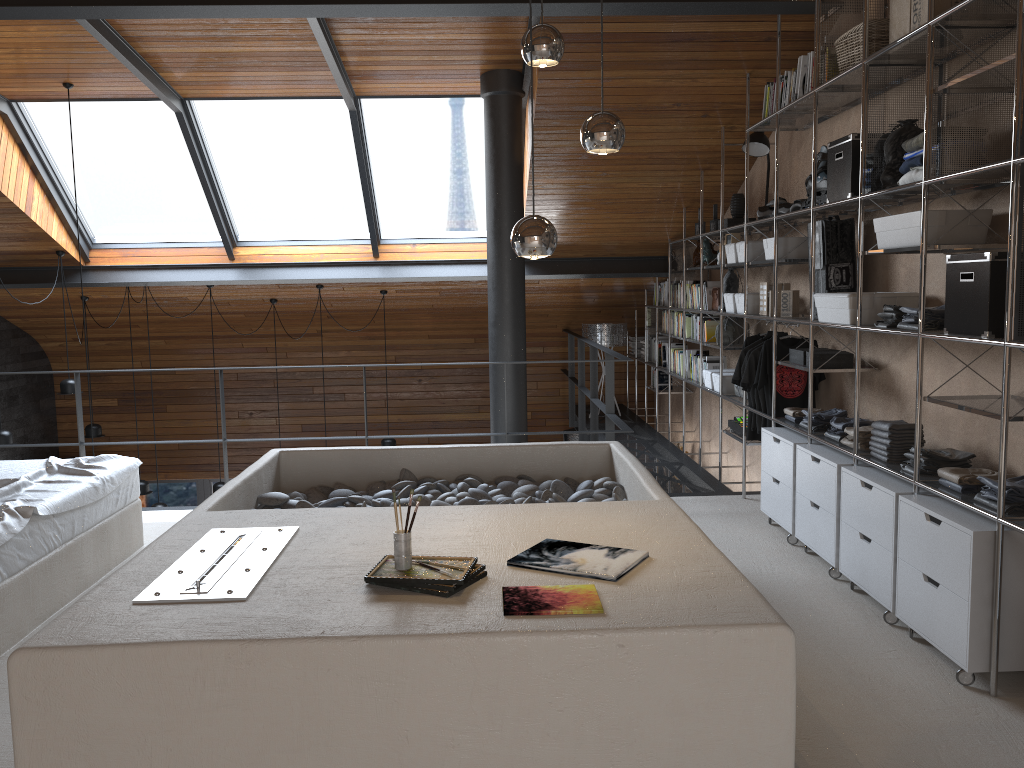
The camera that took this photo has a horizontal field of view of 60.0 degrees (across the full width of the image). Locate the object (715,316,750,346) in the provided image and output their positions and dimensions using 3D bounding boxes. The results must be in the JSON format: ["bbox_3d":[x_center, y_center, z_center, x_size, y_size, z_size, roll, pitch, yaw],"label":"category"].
[{"bbox_3d":[1.623,-0.408,6.520,0.166,0.240,0.390,3,7,30],"label":"object"}]

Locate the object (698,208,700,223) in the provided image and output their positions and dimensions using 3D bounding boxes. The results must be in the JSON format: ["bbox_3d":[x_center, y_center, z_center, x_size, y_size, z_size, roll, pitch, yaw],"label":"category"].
[{"bbox_3d":[1.514,-1.355,7.112,0.029,0.114,0.084,0,6,5],"label":"object"}]

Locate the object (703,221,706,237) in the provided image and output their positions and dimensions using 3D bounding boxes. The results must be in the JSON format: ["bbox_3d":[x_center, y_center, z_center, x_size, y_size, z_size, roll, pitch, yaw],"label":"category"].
[{"bbox_3d":[1.526,-1.235,7.076,0.029,0.117,0.086,1,6,18],"label":"object"}]

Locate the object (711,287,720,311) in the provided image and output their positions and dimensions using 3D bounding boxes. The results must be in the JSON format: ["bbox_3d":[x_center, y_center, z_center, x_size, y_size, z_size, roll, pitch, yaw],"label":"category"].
[{"bbox_3d":[1.588,-0.651,6.659,0.227,0.202,0.082,-6,8,-40],"label":"object"}]

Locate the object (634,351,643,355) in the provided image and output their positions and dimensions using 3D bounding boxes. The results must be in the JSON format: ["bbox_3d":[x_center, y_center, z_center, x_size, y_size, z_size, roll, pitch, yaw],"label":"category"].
[{"bbox_3d":[1.492,-0.344,9.806,0.262,0.025,0.176,-1,6,-2],"label":"object"}]

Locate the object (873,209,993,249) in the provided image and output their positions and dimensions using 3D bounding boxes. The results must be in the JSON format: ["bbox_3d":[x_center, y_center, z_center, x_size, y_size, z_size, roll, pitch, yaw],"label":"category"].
[{"bbox_3d":[1.718,-0.630,3.651,0.289,0.135,0.437,-1,6,-2],"label":"object"}]

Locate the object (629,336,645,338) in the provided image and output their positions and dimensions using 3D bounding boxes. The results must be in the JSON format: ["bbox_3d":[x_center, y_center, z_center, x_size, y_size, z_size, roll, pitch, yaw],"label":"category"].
[{"bbox_3d":[1.464,-0.532,10.064,0.246,0.016,0.182,-1,6,-2],"label":"object"}]

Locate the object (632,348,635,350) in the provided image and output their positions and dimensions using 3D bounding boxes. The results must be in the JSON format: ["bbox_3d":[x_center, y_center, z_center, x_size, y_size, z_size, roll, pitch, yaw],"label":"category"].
[{"bbox_3d":[1.483,-0.404,10.073,0.216,0.012,0.161,-1,6,-2],"label":"object"}]

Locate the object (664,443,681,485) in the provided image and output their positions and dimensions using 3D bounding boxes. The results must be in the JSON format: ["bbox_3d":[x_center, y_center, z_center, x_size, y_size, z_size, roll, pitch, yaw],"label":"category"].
[{"bbox_3d":[1.585,0.792,8.883,0.207,0.442,0.328,-2,6,-9],"label":"object"}]

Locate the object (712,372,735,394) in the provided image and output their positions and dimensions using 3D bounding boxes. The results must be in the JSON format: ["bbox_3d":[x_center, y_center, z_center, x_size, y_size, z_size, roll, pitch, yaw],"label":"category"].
[{"bbox_3d":[1.616,-0.009,6.411,0.295,0.136,0.228,-1,6,-2],"label":"object"}]

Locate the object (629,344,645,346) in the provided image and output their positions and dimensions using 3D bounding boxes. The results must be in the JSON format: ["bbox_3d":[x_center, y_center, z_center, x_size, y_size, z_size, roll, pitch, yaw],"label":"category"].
[{"bbox_3d":[1.466,-0.448,10.045,0.246,0.016,0.182,-1,6,-2],"label":"object"}]

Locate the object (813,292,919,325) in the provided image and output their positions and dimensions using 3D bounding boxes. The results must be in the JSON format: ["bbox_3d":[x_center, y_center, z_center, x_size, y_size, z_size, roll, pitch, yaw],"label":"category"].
[{"bbox_3d":[1.691,-0.366,4.257,0.343,0.147,0.445,-1,6,-2],"label":"object"}]

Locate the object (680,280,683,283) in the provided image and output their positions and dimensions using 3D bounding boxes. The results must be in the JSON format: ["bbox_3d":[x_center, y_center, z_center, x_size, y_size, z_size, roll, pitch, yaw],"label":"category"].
[{"bbox_3d":[1.547,-0.791,7.773,0.146,0.240,0.023,-1,6,-2],"label":"object"}]

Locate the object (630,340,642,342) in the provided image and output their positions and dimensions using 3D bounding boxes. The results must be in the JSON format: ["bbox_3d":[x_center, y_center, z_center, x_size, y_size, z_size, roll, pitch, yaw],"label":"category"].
[{"bbox_3d":[1.472,-0.496,10.057,0.233,0.021,0.174,-1,6,-2],"label":"object"}]

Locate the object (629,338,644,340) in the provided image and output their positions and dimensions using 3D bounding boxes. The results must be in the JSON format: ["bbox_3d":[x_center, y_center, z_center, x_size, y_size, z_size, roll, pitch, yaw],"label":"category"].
[{"bbox_3d":[1.464,-0.515,10.055,0.246,0.016,0.182,-1,6,-2],"label":"object"}]

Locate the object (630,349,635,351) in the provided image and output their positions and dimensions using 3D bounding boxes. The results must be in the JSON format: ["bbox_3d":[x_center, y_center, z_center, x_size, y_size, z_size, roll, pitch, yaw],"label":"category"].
[{"bbox_3d":[1.468,-0.390,10.067,0.243,0.012,0.159,-1,6,-2],"label":"object"}]

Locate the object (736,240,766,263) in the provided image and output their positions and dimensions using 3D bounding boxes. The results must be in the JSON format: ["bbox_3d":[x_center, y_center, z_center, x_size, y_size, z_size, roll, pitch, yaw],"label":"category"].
[{"bbox_3d":[1.626,-0.860,5.756,0.295,0.136,0.228,-1,6,-2],"label":"object"}]

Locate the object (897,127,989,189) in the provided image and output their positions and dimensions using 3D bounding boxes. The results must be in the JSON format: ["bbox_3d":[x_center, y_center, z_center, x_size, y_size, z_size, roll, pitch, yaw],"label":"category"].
[{"bbox_3d":[1.726,-0.911,3.545,0.250,0.229,0.306,-1,6,0],"label":"object"}]

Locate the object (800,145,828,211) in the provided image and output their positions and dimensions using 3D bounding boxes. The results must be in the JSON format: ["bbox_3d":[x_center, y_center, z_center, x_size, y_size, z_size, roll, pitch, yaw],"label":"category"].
[{"bbox_3d":[1.666,-1.091,4.684,0.174,0.342,0.416,-1,6,2],"label":"object"}]

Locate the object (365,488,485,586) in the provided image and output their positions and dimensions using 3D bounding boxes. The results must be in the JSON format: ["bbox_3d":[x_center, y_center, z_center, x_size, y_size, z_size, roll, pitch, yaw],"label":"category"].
[{"bbox_3d":[-0.252,0.411,2.480,0.301,0.234,0.245,1,6,18],"label":"object"}]

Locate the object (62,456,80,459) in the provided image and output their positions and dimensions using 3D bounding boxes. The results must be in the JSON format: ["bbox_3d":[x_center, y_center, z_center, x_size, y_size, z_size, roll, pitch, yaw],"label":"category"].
[{"bbox_3d":[-4.959,2.011,9.969,0.686,2.298,0.639,3,8,36],"label":"object"}]

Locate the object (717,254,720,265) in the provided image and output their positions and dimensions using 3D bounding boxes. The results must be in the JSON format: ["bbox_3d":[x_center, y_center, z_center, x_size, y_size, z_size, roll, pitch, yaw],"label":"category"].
[{"bbox_3d":[1.502,-0.898,6.409,0.037,0.077,0.037,-3,6,-16],"label":"object"}]

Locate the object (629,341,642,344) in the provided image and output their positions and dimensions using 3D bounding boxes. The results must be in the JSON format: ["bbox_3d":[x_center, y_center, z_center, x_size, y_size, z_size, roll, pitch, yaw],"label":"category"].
[{"bbox_3d":[1.462,-0.471,10.043,0.252,0.028,0.180,-1,6,-2],"label":"object"}]

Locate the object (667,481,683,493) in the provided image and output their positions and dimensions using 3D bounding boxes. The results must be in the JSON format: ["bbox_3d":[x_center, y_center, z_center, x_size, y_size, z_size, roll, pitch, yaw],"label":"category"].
[{"bbox_3d":[1.515,0.956,8.183,0.208,0.280,0.131,-3,7,-20],"label":"object"}]

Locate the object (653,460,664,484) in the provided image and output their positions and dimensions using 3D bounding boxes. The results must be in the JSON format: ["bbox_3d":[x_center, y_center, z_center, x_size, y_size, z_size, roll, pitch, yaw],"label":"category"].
[{"bbox_3d":[1.575,1.110,9.393,0.305,0.839,0.237,-1,6,0],"label":"object"}]

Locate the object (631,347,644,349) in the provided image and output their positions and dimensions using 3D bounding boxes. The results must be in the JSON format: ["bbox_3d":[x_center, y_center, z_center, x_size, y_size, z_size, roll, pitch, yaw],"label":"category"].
[{"bbox_3d":[1.479,-0.418,10.063,0.224,0.017,0.167,-1,6,-2],"label":"object"}]

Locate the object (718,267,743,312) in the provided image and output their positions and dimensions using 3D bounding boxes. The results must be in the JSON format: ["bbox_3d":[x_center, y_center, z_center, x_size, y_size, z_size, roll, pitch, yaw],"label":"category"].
[{"bbox_3d":[1.578,-0.672,6.424,0.157,0.339,0.229,2,7,25],"label":"object"}]

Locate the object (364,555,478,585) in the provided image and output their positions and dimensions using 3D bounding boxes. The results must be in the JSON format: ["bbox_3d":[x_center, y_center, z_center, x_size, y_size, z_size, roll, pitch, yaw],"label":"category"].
[{"bbox_3d":[-0.251,0.520,2.491,0.276,0.013,0.207,0,6,9],"label":"object"}]

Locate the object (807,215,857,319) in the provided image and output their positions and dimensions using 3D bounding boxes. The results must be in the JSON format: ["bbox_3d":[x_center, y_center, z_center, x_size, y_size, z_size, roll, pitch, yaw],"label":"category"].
[{"bbox_3d":[1.714,-0.626,4.752,0.188,0.559,0.337,-1,6,3],"label":"object"}]

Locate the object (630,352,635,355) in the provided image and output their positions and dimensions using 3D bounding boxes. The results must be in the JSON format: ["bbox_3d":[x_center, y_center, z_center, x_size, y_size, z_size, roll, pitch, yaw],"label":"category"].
[{"bbox_3d":[1.470,-0.347,10.071,0.234,0.025,0.176,-1,6,-2],"label":"object"}]

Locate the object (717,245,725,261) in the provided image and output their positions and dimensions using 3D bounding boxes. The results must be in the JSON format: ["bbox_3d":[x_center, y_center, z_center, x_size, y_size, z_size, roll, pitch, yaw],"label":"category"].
[{"bbox_3d":[1.555,-0.946,6.515,0.091,0.146,0.091,3,7,31],"label":"object"}]

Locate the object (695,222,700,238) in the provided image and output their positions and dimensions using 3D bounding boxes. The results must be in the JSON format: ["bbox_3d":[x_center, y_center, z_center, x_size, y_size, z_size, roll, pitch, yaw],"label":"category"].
[{"bbox_3d":[1.513,-1.245,7.173,0.029,0.117,0.086,-3,6,-16],"label":"object"}]

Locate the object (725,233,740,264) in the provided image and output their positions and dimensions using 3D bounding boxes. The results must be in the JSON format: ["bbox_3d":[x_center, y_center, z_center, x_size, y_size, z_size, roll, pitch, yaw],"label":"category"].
[{"bbox_3d":[1.572,-0.960,6.315,0.062,0.219,0.157,-1,6,-2],"label":"object"}]

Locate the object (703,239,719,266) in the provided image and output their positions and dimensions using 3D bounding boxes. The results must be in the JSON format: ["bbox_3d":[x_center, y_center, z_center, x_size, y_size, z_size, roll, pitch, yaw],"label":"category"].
[{"bbox_3d":[1.556,-1.019,6.884,0.197,0.220,0.102,-3,6,-18],"label":"object"}]

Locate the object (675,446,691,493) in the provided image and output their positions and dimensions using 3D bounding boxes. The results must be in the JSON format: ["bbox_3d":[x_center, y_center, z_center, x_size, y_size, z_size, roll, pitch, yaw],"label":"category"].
[{"bbox_3d":[1.641,0.832,8.437,0.215,0.458,0.328,-1,6,3],"label":"object"}]

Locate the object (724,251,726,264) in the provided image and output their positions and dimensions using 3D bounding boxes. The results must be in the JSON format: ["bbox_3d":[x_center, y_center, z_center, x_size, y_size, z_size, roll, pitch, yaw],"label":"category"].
[{"bbox_3d":[1.514,-0.912,6.358,0.037,0.114,0.037,-3,6,-16],"label":"object"}]

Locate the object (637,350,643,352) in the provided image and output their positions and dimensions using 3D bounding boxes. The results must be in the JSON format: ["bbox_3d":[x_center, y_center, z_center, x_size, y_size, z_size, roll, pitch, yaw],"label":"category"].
[{"bbox_3d":[1.497,-0.375,9.788,0.228,0.016,0.182,-1,6,-2],"label":"object"}]

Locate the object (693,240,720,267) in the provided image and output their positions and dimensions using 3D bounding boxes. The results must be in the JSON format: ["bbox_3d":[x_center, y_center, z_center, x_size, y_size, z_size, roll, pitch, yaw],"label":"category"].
[{"bbox_3d":[1.574,-1.044,7.085,0.278,0.222,0.138,5,9,44],"label":"object"}]

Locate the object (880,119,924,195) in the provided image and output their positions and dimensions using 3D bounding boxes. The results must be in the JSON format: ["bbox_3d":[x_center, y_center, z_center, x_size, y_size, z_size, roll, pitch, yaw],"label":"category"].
[{"bbox_3d":[1.713,-0.986,3.842,0.212,0.319,0.157,2,7,25],"label":"object"}]

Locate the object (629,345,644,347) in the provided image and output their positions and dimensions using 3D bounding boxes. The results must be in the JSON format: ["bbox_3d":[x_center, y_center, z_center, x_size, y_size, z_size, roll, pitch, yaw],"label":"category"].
[{"bbox_3d":[1.466,-0.432,10.047,0.246,0.016,0.182,-1,6,-2],"label":"object"}]

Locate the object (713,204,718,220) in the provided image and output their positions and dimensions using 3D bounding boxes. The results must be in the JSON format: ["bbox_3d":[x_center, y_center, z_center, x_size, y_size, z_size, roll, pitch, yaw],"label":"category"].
[{"bbox_3d":[1.575,-1.331,6.867,0.029,0.114,0.084,0,6,10],"label":"object"}]

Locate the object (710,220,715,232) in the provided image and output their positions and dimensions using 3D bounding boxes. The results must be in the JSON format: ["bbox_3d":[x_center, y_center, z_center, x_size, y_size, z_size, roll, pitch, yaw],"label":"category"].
[{"bbox_3d":[1.577,-1.222,6.928,0.029,0.117,0.086,-2,6,-11],"label":"object"}]

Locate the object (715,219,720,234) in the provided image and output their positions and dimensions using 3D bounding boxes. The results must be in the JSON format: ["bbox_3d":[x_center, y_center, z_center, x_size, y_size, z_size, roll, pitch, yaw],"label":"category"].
[{"bbox_3d":[1.583,-1.211,6.831,0.029,0.117,0.086,2,7,23],"label":"object"}]

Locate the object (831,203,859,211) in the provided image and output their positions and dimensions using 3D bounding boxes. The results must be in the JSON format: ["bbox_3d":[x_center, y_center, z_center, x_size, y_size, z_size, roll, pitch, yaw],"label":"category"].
[{"bbox_3d":[1.806,-1.102,4.706,0.174,0.342,0.416,-1,6,3],"label":"object"}]

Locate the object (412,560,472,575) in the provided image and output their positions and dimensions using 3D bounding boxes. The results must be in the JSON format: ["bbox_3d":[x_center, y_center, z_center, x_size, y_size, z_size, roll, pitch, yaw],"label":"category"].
[{"bbox_3d":[-0.223,0.515,2.496,0.232,0.010,0.064,3,8,34],"label":"object"}]

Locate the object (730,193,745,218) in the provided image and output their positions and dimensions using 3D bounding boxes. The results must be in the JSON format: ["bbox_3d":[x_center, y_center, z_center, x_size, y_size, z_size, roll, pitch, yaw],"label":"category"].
[{"bbox_3d":[1.610,-1.264,6.315,0.115,0.177,0.115,2,7,23],"label":"object"}]

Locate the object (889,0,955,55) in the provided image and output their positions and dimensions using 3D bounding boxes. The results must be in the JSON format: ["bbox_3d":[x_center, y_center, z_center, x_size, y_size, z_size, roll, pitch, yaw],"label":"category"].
[{"bbox_3d":[1.703,-1.586,3.676,0.192,0.382,0.181,-1,6,-2],"label":"object"}]

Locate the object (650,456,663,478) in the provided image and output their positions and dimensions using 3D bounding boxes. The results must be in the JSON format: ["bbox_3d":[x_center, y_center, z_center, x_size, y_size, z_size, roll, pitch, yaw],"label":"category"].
[{"bbox_3d":[1.543,1.060,9.656,0.244,0.879,0.244,2,7,26],"label":"object"}]

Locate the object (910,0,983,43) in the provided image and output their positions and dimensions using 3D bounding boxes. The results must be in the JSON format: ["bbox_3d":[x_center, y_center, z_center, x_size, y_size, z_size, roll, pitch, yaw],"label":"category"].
[{"bbox_3d":[1.710,-1.566,3.487,0.192,0.382,0.181,-1,6,-2],"label":"object"}]

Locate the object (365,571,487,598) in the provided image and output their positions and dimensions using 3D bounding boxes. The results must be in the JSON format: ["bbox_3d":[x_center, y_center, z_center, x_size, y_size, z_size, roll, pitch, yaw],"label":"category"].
[{"bbox_3d":[-0.240,0.545,2.501,0.276,0.013,0.207,2,7,29],"label":"object"}]

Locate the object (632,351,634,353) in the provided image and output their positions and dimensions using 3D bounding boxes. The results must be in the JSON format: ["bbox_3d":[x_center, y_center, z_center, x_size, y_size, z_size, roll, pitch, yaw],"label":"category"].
[{"bbox_3d":[1.484,-0.366,10.070,0.216,0.013,0.161,-1,6,-2],"label":"object"}]

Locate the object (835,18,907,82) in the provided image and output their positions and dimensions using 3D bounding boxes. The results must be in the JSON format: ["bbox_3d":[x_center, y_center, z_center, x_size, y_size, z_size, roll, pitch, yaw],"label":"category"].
[{"bbox_3d":[1.673,-1.538,4.117,0.262,0.198,0.417,-1,6,-2],"label":"object"}]

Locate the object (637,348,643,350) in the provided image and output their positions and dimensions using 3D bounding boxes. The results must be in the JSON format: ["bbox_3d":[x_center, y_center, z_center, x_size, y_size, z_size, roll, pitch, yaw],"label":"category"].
[{"bbox_3d":[1.472,-0.391,9.809,0.203,0.013,0.161,-1,6,-2],"label":"object"}]

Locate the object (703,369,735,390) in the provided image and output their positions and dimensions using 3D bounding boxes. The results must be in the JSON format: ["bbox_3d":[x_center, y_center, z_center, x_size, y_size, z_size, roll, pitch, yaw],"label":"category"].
[{"bbox_3d":[1.606,-0.037,6.677,0.295,0.136,0.228,-1,6,-2],"label":"object"}]
